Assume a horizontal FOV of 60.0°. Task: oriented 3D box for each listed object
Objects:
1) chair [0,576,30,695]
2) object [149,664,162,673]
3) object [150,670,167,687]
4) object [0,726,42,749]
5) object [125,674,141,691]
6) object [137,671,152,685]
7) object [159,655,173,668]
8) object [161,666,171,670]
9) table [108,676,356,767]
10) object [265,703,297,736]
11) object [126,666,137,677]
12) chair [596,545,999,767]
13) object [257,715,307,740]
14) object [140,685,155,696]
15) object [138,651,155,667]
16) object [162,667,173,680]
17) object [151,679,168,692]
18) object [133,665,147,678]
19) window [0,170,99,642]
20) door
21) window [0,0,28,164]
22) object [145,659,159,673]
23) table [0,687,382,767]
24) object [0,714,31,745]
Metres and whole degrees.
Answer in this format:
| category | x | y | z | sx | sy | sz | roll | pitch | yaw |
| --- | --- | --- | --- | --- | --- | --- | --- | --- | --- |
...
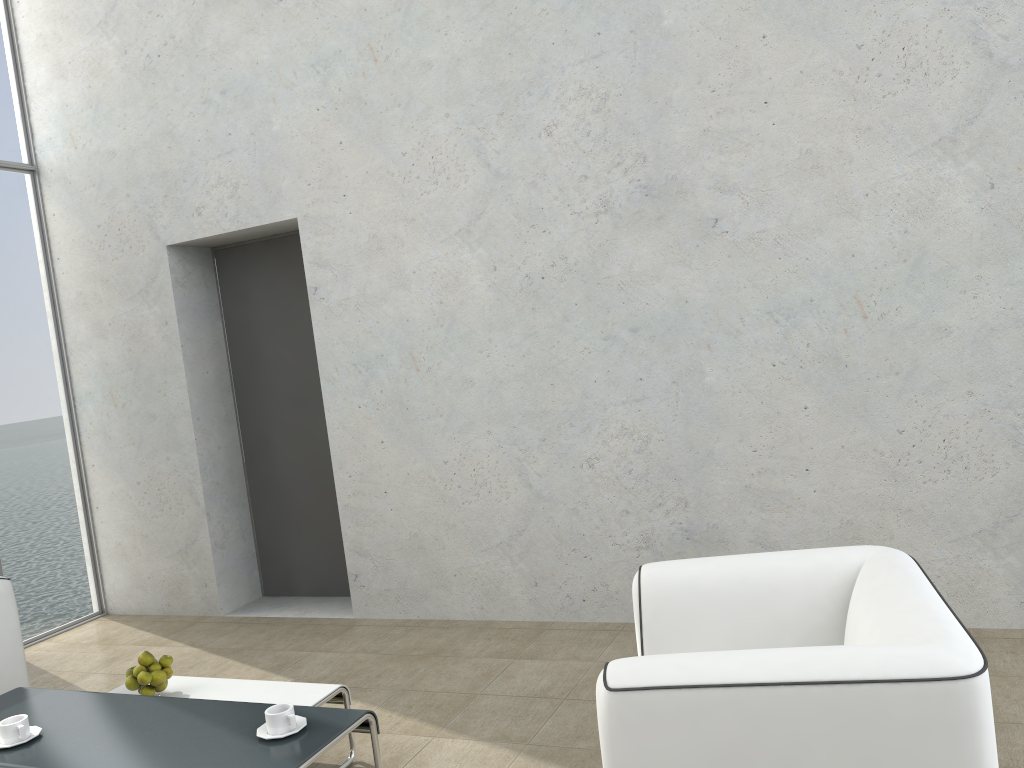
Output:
| category | x | y | z | sx | sy | sz | roll | pitch | yaw |
| --- | --- | --- | --- | --- | --- | --- | --- | --- | --- |
| chair | -2.381 | 1.104 | 3.256 | 0.720 | 0.635 | 0.829 | -6 | 4 | 29 |
| object | -1.236 | 0.986 | 3.073 | 0.040 | 0.038 | 0.040 | -8 | 3 | -5 |
| object | -1.217 | 1.009 | 3.044 | 0.058 | 0.058 | 0.058 | -8 | 3 | -9 |
| object | -1.425 | 1.019 | 2.547 | 0.136 | 0.014 | 0.130 | -5 | 4 | 39 |
| object | -1.297 | 1.024 | 3.040 | 0.053 | 0.055 | 0.054 | -8 | 3 | -11 |
| object | -1.246 | 0.997 | 3.009 | 0.047 | 0.048 | 0.047 | -8 | 3 | -13 |
| object | -1.210 | 0.969 | 3.099 | 0.047 | 0.045 | 0.047 | -6 | 3 | 25 |
| object | -1.224 | 1.004 | 3.119 | 0.047 | 0.045 | 0.047 | -6 | 3 | 28 |
| table | -1.132 | 1.229 | 2.777 | 0.901 | 0.276 | 0.929 | -6 | 3 | 24 |
| object | -0.617 | 0.897 | 2.366 | 0.075 | 0.057 | 0.090 | -8 | 3 | -17 |
| object | -1.313 | 1.008 | 3.084 | 0.055 | 0.048 | 0.054 | -6 | 3 | 18 |
| chair | 0.623 | 0.783 | 1.998 | 0.720 | 0.635 | 0.829 | -7 | 3 | 14 |
| object | -0.616 | 0.923 | 2.375 | 0.136 | 0.014 | 0.130 | -5 | 4 | 39 |
| object | -1.249 | 1.055 | 3.042 | 0.048 | 0.048 | 0.048 | -5 | 4 | 35 |
| object | -1.270 | 0.954 | 3.077 | 0.055 | 0.056 | 0.055 | -6 | 3 | 24 |
| object | -1.200 | 1.006 | 3.082 | 0.040 | 0.040 | 0.039 | -7 | 3 | 16 |
| object | -1.232 | 1.045 | 3.094 | 0.059 | 0.056 | 0.061 | -9 | 3 | -21 |
| object | -1.277 | 0.987 | 3.040 | 0.040 | 0.043 | 0.044 | -5 | 4 | 39 |
| window | -2.799 | 0.100 | 5.029 | 0.010 | 2.646 | 0.605 | -6 | 3 | 24 |
| door | -1.221 | 0.204 | 5.114 | 0.864 | 2.080 | 0.040 | -6 | 3 | 24 |
| window | -3.194 | -2.715 | 4.815 | 0.010 | 2.947 | 0.742 | -6 | 3 | 24 |
| object | -1.271 | 0.988 | 3.116 | 0.055 | 0.054 | 0.050 | -8 | 3 | -6 |
| table | -1.106 | 1.181 | 2.540 | 1.420 | 0.390 | 0.532 | -6 | 3 | 24 |
| object | -1.426 | 0.992 | 2.539 | 0.075 | 0.057 | 0.090 | -8 | 3 | -17 |
